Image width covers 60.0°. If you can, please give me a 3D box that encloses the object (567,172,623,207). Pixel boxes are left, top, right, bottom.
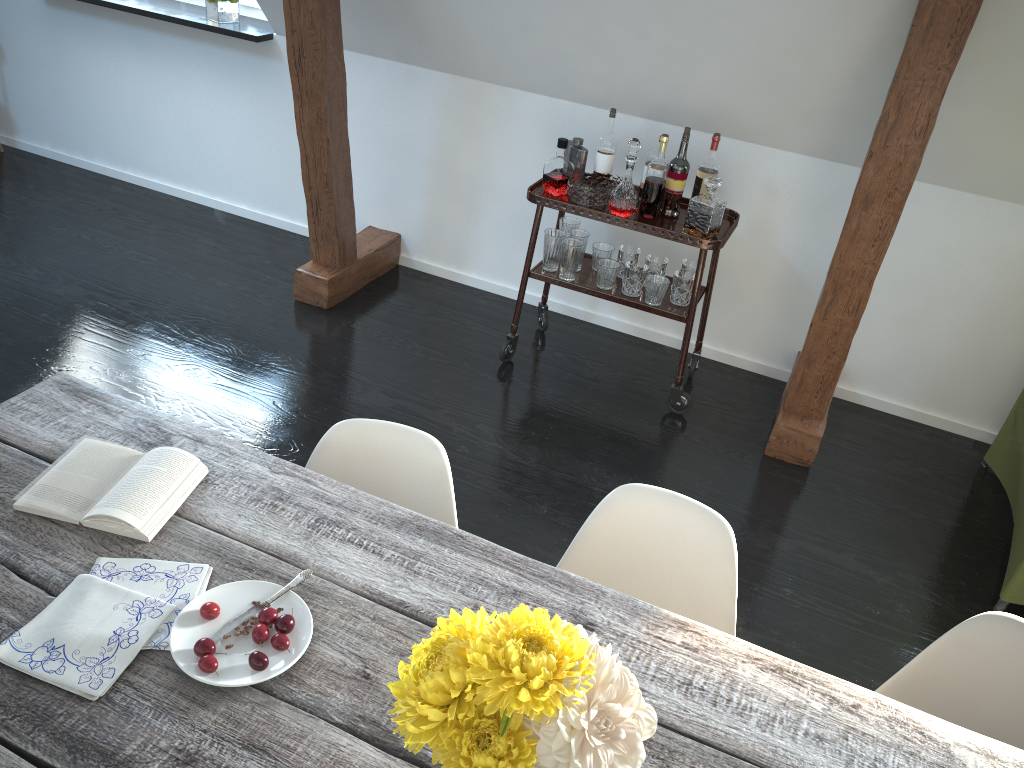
[{"bbox_3d":[0.313,-0.729,3.344,0.245,0.092,0.151,-17,39,-34],"label":"object"}]

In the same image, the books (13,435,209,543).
[{"bbox_3d":[-0.703,0.172,1.569,0.251,0.042,0.202,12,32,7],"label":"books"}]

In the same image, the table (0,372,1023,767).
[{"bbox_3d":[-0.138,0.914,1.281,2.421,0.788,1.141,18,33,17],"label":"table"}]

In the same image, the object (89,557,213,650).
[{"bbox_3d":[-0.574,0.332,1.363,0.185,0.014,0.182,5,32,-5],"label":"object"}]

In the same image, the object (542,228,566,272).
[{"bbox_3d":[0.161,-0.528,3.514,0.087,0.155,0.087,4,32,-7],"label":"object"}]

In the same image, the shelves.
[{"bbox_3d":[0.431,-0.379,3.551,0.803,0.732,0.438,16,33,13],"label":"shelves"}]

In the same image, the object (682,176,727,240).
[{"bbox_3d":[0.692,-0.627,3.149,0.101,0.211,0.101,28,37,29],"label":"object"}]

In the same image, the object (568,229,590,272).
[{"bbox_3d":[0.255,-0.531,3.540,0.087,0.155,0.087,4,32,-7],"label":"object"}]

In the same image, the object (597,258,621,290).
[{"bbox_3d":[0.368,-0.423,3.445,0.092,0.099,0.092,6,32,-2],"label":"object"}]

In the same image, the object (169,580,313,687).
[{"bbox_3d":[-0.402,0.375,1.325,0.205,0.024,0.205,14,32,10],"label":"object"}]

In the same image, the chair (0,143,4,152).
[{"bbox_3d":[-3.043,-1.583,4.751,0.329,0.696,0.342,19,33,18],"label":"chair"}]

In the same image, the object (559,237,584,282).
[{"bbox_3d":[0.225,-0.482,3.453,0.087,0.155,0.087,4,32,-7],"label":"object"}]

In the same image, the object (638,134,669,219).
[{"bbox_3d":[0.529,-0.760,3.242,0.081,0.307,0.081,22,34,21],"label":"object"}]

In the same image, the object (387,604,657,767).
[{"bbox_3d":[0.001,0.415,1.020,0.293,0.365,0.233,3,32,-8],"label":"object"}]

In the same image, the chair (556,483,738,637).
[{"bbox_3d":[0.168,0.669,1.732,0.465,0.801,0.542,19,33,17],"label":"chair"}]

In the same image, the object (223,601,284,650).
[{"bbox_3d":[-0.396,0.364,1.336,0.058,0.011,0.110,21,34,20],"label":"object"}]

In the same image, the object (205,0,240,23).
[{"bbox_3d":[-1.367,-1.889,4.025,0.131,0.461,0.309,30,38,32],"label":"object"}]

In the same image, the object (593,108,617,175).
[{"bbox_3d":[0.363,-0.898,3.412,0.073,0.320,0.073,13,32,9],"label":"object"}]

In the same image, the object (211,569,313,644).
[{"bbox_3d":[-0.384,0.340,1.365,0.019,0.022,0.194,28,37,29],"label":"object"}]

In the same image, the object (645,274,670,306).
[{"bbox_3d":[0.545,-0.354,3.372,0.092,0.099,0.092,6,32,-2],"label":"object"}]

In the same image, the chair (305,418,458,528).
[{"bbox_3d":[-0.341,0.551,1.809,0.465,0.801,0.542,11,32,5],"label":"chair"}]

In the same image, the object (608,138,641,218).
[{"bbox_3d":[0.418,-0.743,3.201,0.114,0.292,0.114,4,32,-7],"label":"object"}]

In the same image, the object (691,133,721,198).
[{"bbox_3d":[0.736,-0.789,3.333,0.081,0.308,0.081,14,32,10],"label":"object"}]

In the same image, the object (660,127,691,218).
[{"bbox_3d":[0.612,-0.781,3.269,0.080,0.329,0.080,13,32,9],"label":"object"}]

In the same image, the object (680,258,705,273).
[{"bbox_3d":[0.703,-0.423,3.499,0.095,0.119,0.095,-2,33,-16],"label":"object"}]

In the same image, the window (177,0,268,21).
[{"bbox_3d":[-0.970,-1.890,0.503,8.018,4.249,5.959,18,33,17],"label":"window"}]

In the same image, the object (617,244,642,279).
[{"bbox_3d":[0.462,-0.486,3.547,0.095,0.119,0.095,-2,33,-16],"label":"object"}]

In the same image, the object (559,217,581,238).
[{"bbox_3d":[0.228,-0.599,3.643,0.087,0.155,0.087,4,32,-7],"label":"object"}]

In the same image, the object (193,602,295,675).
[{"bbox_3d":[-0.397,0.374,1.305,0.144,0.034,0.132,3,32,-7],"label":"object"}]

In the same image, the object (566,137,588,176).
[{"bbox_3d":[0.242,-0.870,3.476,0.052,0.182,0.135,-11,36,-28],"label":"object"}]

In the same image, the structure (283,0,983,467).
[{"bbox_3d":[-0.390,-1.226,3.585,12.350,1.963,1.023,18,33,17],"label":"structure"}]

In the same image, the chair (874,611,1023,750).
[{"bbox_3d":[0.691,0.846,1.564,0.542,0.801,0.465,-19,41,-37],"label":"chair"}]

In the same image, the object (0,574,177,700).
[{"bbox_3d":[-0.622,0.363,1.300,0.179,0.016,0.182,16,32,12],"label":"object"}]

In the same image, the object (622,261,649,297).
[{"bbox_3d":[0.469,-0.402,3.413,0.095,0.119,0.095,-2,33,-16],"label":"object"}]

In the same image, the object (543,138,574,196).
[{"bbox_3d":[0.180,-0.828,3.364,0.087,0.206,0.087,-20,41,-37],"label":"object"}]

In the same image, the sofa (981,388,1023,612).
[{"bbox_3d":[2.664,0.465,2.601,2.093,0.825,0.898,18,33,16],"label":"sofa"}]

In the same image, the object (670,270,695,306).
[{"bbox_3d":[0.653,-0.365,3.394,0.095,0.119,0.095,-2,33,-16],"label":"object"}]

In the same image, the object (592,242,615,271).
[{"bbox_3d":[0.362,-0.509,3.582,0.092,0.099,0.092,6,32,-2],"label":"object"}]

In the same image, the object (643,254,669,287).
[{"bbox_3d":[0.562,-0.440,3.495,0.095,0.119,0.095,-2,33,-16],"label":"object"}]

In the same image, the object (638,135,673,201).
[{"bbox_3d":[0.554,-0.819,3.389,0.099,0.257,0.067,21,34,21],"label":"object"}]
